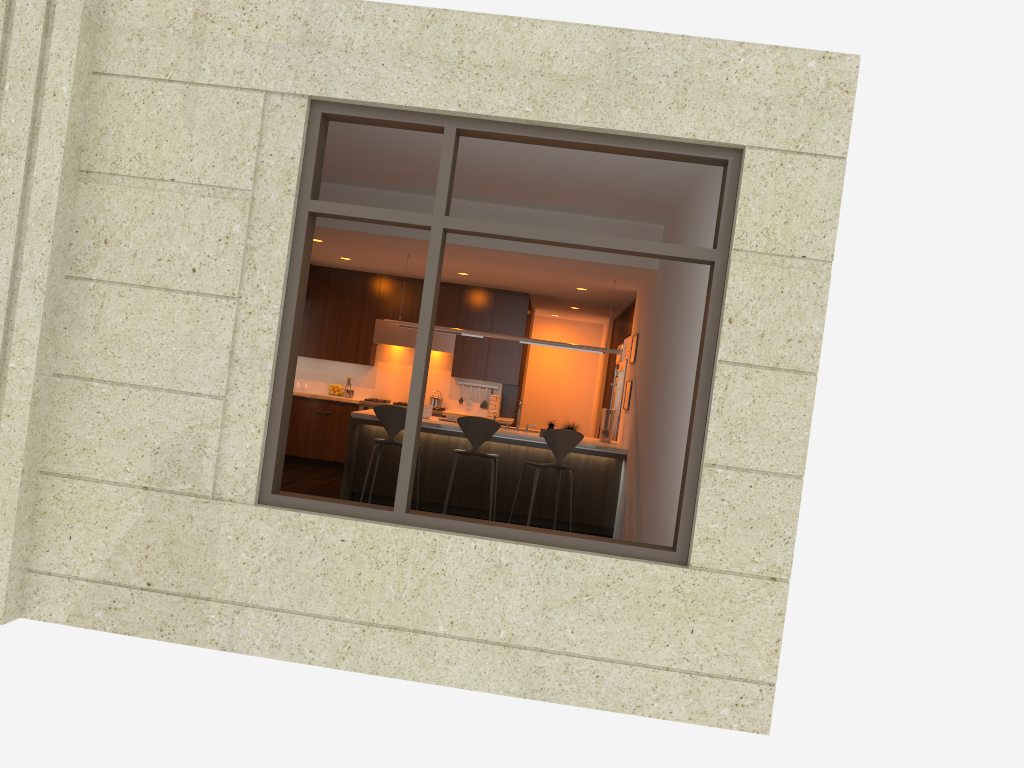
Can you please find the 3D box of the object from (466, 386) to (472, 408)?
[{"bbox_3d":[-0.563,0.164,11.863,0.066,0.314,0.004,8,0,2],"label":"object"}]

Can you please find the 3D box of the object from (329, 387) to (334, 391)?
[{"bbox_3d":[-2.400,0.066,11.771,0.063,0.051,0.053,8,0,4],"label":"object"}]

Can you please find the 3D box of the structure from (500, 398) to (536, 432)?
[{"bbox_3d":[0.095,0.322,9.270,0.310,0.341,0.321,8,0,40],"label":"structure"}]

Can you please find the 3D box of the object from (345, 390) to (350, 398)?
[{"bbox_3d":[-2.162,0.129,11.636,0.060,0.106,0.060,8,0,34],"label":"object"}]

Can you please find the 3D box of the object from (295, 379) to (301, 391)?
[{"bbox_3d":[-2.869,0.010,11.888,0.079,0.154,0.079,8,0,-15],"label":"object"}]

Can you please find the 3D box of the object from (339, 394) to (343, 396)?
[{"bbox_3d":[-2.279,0.137,11.814,0.063,0.053,0.051,8,0,43],"label":"object"}]

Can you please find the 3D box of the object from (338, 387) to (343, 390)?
[{"bbox_3d":[-2.284,0.061,11.789,0.061,0.052,0.053,7,0,-42],"label":"object"}]

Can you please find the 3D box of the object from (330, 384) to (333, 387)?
[{"bbox_3d":[-2.397,0.027,11.799,0.057,0.060,0.052,8,0,23],"label":"object"}]

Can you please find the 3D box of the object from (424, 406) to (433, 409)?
[{"bbox_3d":[-0.894,0.263,9.219,0.140,0.064,0.139,8,0,-23],"label":"object"}]

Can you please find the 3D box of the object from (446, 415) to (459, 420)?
[{"bbox_3d":[-0.632,0.361,9.349,0.139,0.059,0.138,8,0,28],"label":"object"}]

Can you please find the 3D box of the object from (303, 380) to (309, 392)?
[{"bbox_3d":[-2.760,0.024,11.882,0.079,0.154,0.079,8,0,-15],"label":"object"}]

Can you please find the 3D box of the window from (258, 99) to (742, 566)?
[{"bbox_3d":[-0.078,-0.290,4.788,2.310,2.201,0.152,8,0,4],"label":"window"}]

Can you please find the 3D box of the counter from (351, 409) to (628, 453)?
[{"bbox_3d":[-0.205,0.473,9.241,2.711,0.038,1.280,8,0,2],"label":"counter"}]

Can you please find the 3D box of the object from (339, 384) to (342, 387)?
[{"bbox_3d":[-2.308,0.033,11.900,0.059,0.060,0.050,8,0,35],"label":"object"}]

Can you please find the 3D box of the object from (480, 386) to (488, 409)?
[{"bbox_3d":[-0.354,0.180,11.870,0.112,0.303,0.036,8,0,2],"label":"object"}]

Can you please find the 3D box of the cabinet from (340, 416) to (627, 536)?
[{"bbox_3d":[-0.265,0.926,9.243,2.713,0.876,1.281,8,0,2],"label":"cabinet"}]

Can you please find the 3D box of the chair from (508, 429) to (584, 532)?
[{"bbox_3d":[0.350,0.926,8.474,0.520,1.047,0.506,8,0,-23],"label":"chair"}]

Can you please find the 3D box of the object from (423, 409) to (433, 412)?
[{"bbox_3d":[-0.896,0.285,9.218,0.140,0.062,0.139,8,0,2],"label":"object"}]

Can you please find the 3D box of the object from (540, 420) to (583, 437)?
[{"bbox_3d":[0.544,0.438,8.995,0.497,0.231,0.503,8,0,2],"label":"object"}]

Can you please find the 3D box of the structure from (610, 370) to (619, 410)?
[{"bbox_3d":[1.588,0.492,11.555,0.687,1.294,0.743,8,0,2],"label":"structure"}]

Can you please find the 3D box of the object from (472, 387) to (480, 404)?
[{"bbox_3d":[-0.463,0.158,11.858,0.114,0.271,0.008,8,0,2],"label":"object"}]

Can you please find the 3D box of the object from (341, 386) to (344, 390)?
[{"bbox_3d":[-2.270,0.051,11.846,0.051,0.053,0.063,7,0,-42],"label":"object"}]

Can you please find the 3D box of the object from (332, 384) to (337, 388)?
[{"bbox_3d":[-2.353,0.029,11.771,0.063,0.051,0.053,8,0,-7],"label":"object"}]

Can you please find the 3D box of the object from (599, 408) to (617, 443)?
[{"bbox_3d":[0.997,0.438,9.292,0.159,0.349,0.159,7,0,-24],"label":"object"}]

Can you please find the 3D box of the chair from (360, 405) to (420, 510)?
[{"bbox_3d":[-1.157,0.724,8.647,0.520,1.047,0.506,8,0,7],"label":"chair"}]

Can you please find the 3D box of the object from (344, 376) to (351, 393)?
[{"bbox_3d":[-2.163,0.037,11.643,0.088,0.288,0.101,8,0,32],"label":"object"}]

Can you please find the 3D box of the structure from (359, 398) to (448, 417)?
[{"bbox_3d":[-1.395,0.271,11.648,1.067,0.422,0.824,8,0,2],"label":"structure"}]

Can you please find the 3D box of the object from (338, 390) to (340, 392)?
[{"bbox_3d":[-2.301,0.095,11.834,0.062,0.053,0.051,8,0,43],"label":"object"}]

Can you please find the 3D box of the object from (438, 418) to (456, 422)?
[{"bbox_3d":[-0.634,0.386,9.349,0.310,0.021,0.309,8,0,2],"label":"object"}]

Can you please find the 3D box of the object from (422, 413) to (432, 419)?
[{"bbox_3d":[-0.903,0.331,9.219,0.140,0.059,0.139,8,0,-6],"label":"object"}]

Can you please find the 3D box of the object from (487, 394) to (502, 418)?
[{"bbox_3d":[-0.234,0.287,11.637,0.168,0.304,0.160,7,0,-44],"label":"object"}]

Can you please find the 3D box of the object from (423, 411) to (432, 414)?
[{"bbox_3d":[-0.900,0.307,9.219,0.140,0.068,0.139,8,0,-15],"label":"object"}]

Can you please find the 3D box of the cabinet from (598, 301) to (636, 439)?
[{"bbox_3d":[1.632,0.330,11.788,0.690,2.540,3.924,8,0,2],"label":"cabinet"}]

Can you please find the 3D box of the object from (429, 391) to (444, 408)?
[{"bbox_3d":[-1.001,0.196,11.772,0.221,0.218,0.221,8,0,-13],"label":"object"}]

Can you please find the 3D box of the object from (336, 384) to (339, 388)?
[{"bbox_3d":[-2.335,0.028,11.828,0.063,0.053,0.051,8,0,37],"label":"object"}]

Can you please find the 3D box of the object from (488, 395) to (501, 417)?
[{"bbox_3d":[-0.228,0.290,11.630,0.144,0.286,0.149,8,0,-16],"label":"object"}]

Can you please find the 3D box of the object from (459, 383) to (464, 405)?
[{"bbox_3d":[-0.667,0.134,11.864,0.061,0.296,0.020,8,0,1],"label":"object"}]

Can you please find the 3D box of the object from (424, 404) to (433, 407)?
[{"bbox_3d":[-0.891,0.242,9.219,0.140,0.062,0.139,8,0,11],"label":"object"}]

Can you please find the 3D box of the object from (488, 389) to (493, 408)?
[{"bbox_3d":[-0.280,0.205,11.850,0.063,0.281,0.063,8,0,-20],"label":"object"}]

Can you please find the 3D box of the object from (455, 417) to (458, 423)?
[{"bbox_3d":[-0.522,0.382,9.124,0.139,0.059,0.138,8,0,28],"label":"object"}]

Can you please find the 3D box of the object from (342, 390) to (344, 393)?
[{"bbox_3d":[-2.272,0.102,11.843,0.051,0.055,0.061,8,0,14],"label":"object"}]

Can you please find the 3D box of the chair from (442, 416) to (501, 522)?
[{"bbox_3d":[-0.370,0.829,8.657,0.520,1.047,0.506,8,0,2],"label":"chair"}]

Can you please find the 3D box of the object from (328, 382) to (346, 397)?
[{"bbox_3d":[-2.335,0.071,11.837,0.207,0.175,0.189,8,0,0],"label":"object"}]

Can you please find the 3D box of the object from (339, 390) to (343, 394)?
[{"bbox_3d":[-2.269,0.110,11.774,0.052,0.054,0.061,8,0,12],"label":"object"}]

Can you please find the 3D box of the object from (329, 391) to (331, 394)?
[{"bbox_3d":[-2.406,0.119,11.826,0.061,0.053,0.053,8,0,-12],"label":"object"}]

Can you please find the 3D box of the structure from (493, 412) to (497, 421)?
[{"bbox_3d":[-0.184,0.375,9.247,0.050,0.161,0.067,8,0,2],"label":"structure"}]

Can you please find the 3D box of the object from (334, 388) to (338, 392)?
[{"bbox_3d":[-2.339,0.076,11.778,0.052,0.053,0.062,8,0,7],"label":"object"}]

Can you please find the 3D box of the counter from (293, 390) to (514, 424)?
[{"bbox_3d":[-1.794,0.253,11.197,3.616,0.038,3.187,8,0,2],"label":"counter"}]

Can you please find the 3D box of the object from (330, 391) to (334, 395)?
[{"bbox_3d":[-2.386,0.115,11.772,0.052,0.057,0.060,8,0,37],"label":"object"}]

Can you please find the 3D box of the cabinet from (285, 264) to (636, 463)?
[{"bbox_3d":[-0.805,-0.219,9.980,5.521,2.997,7.728,8,0,2],"label":"cabinet"}]

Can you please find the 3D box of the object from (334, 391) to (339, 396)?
[{"bbox_3d":[-2.328,0.129,11.783,0.064,0.063,0.074,7,0,-34],"label":"object"}]

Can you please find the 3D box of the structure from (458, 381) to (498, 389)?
[{"bbox_3d":[-0.458,0.015,11.865,0.541,0.031,0.048,8,0,6],"label":"structure"}]

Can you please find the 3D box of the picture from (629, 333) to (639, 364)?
[{"bbox_3d":[1.260,-0.364,9.187,0.012,0.298,0.493,8,0,2],"label":"picture"}]

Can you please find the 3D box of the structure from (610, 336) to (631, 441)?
[{"bbox_3d":[1.524,0.527,10.696,0.687,2.129,0.915,8,0,2],"label":"structure"}]

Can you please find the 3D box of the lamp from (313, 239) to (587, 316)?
[{"bbox_3d":[-7.176,-2.266,12.177,16.431,0.171,5.868,8,0,2],"label":"lamp"}]

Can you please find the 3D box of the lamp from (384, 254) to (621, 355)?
[{"bbox_3d":[-0.058,-0.832,9.202,2.465,0.765,0.120,8,0,2],"label":"lamp"}]

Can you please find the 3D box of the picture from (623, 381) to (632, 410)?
[{"bbox_3d":[1.196,0.117,9.187,0.012,0.300,0.496,8,0,2],"label":"picture"}]

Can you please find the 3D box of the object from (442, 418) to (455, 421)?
[{"bbox_3d":[-0.634,0.382,9.349,0.217,0.025,0.216,8,0,19],"label":"object"}]

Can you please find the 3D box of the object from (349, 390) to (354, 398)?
[{"bbox_3d":[-2.120,0.134,11.713,0.060,0.106,0.060,8,0,34],"label":"object"}]

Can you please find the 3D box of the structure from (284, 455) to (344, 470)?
[{"bbox_3d":[-1.847,0.714,11.262,3.400,0.862,3.060,8,0,2],"label":"structure"}]
